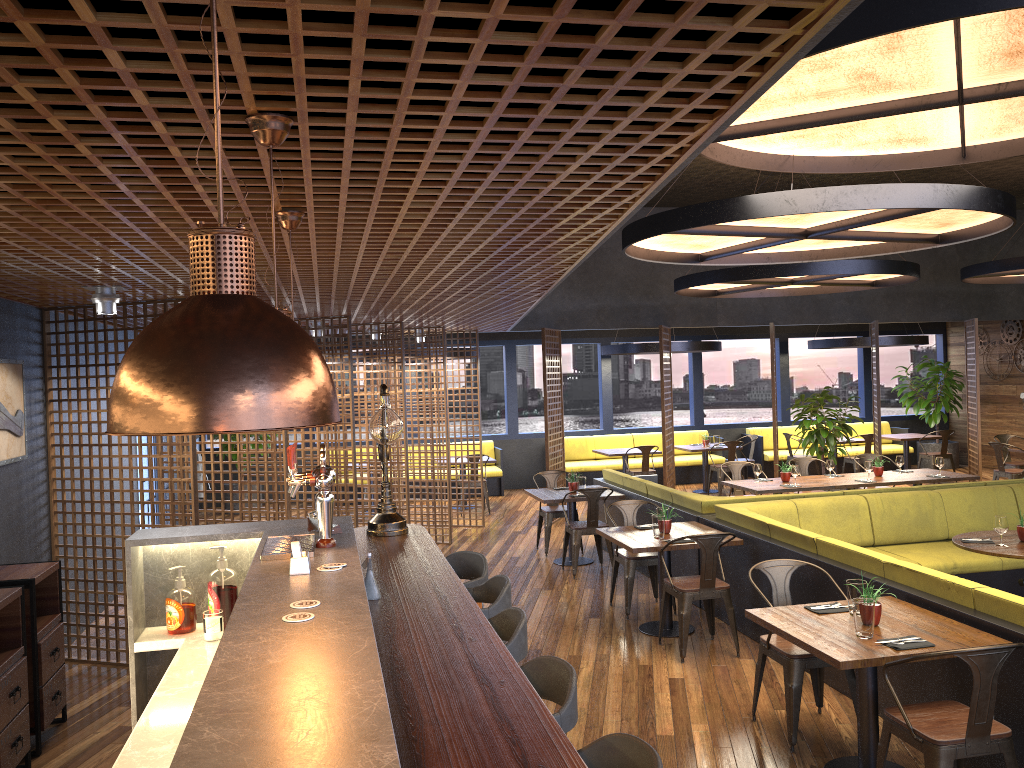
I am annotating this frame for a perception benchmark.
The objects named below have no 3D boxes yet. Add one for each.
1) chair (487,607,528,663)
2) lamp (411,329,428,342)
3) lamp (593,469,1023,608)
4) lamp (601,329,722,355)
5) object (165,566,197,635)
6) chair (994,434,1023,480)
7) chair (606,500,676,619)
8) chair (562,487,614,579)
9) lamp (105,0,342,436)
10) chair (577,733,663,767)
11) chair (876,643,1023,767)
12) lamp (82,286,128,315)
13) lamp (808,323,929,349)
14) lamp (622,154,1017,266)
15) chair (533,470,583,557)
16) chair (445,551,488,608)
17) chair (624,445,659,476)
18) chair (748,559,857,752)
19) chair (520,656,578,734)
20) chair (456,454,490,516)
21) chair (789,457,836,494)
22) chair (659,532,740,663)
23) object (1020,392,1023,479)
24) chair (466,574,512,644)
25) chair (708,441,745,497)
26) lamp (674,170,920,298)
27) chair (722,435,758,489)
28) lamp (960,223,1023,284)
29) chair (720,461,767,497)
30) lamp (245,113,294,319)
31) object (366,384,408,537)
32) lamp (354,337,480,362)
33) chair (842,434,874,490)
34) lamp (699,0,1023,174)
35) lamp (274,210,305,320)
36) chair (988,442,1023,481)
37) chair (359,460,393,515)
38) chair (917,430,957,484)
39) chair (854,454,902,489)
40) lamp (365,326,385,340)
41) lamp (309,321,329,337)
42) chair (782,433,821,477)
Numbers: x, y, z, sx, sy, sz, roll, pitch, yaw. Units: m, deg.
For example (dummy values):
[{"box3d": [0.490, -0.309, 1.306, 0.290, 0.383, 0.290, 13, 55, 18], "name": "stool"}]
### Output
[{"box3d": [-0.144, 1.518, 3.840, 0.438, 1.048, 0.483, -2, 1, -41], "name": "chair"}, {"box3d": [-1.225, -0.639, 11.779, 0.228, 0.172, 0.228, -2, 1, -12], "name": "lamp"}, {"box3d": [1.237, 0.581, 9.140, 9.057, 2.714, 3.017, -2, 1, -12], "name": "lamp"}, {"box3d": [2.459, -1.604, 14.825, 1.979, 2.172, 1.979, -1, 1, 33], "name": "lamp"}, {"box3d": [-1.527, 0.991, 4.092, 0.133, 0.301, 0.133, -2, 1, -6], "name": "object"}, {"box3d": [7.524, 1.225, 13.233, 0.504, 0.917, 0.541, -2, 1, -12], "name": "chair"}, {"box3d": [1.107, 1.498, 7.709, 0.504, 0.917, 0.541, -2, 1, -12], "name": "chair"}, {"box3d": [0.783, 1.493, 9.134, 0.504, 0.917, 0.541, -2, 1, -12], "name": "chair"}, {"box3d": [-0.328, -0.288, 0.985, 0.250, 0.673, 0.250, -2, 1, 21], "name": "lamp"}, {"box3d": [0.188, 1.523, 2.395, 0.483, 1.048, 0.438, -1, 1, 38], "name": "chair"}, {"box3d": [1.907, 1.515, 3.846, 0.504, 0.917, 0.541, -2, 1, -12], "name": "chair"}, {"box3d": [-2.562, -0.526, 5.596, 0.228, 0.172, 0.228, -2, 1, -12], "name": "lamp"}, {"box3d": [6.221, -1.739, 15.620, 1.979, 2.172, 1.979, -2, 1, -27], "name": "lamp"}, {"box3d": [2.214, -1.810, 6.734, 2.778, 1.475, 2.778, -2, 1, -8], "name": "lamp"}, {"box3d": [0.530, 1.488, 10.334, 0.504, 0.917, 0.541, -2, 1, -12], "name": "chair"}, {"box3d": [-0.340, 1.511, 5.036, 0.438, 1.048, 0.483, -2, 1, -20], "name": "chair"}, {"box3d": [2.031, 1.399, 13.884, 0.504, 0.917, 0.541, -2, 1, -12], "name": "chair"}, {"box3d": [1.650, 1.510, 5.065, 0.504, 0.917, 0.541, -2, 1, -12], "name": "chair"}, {"box3d": [0.021, 1.521, 3.081, 0.438, 1.048, 0.483, -2, 1, 2], "name": "chair"}, {"box3d": [-0.592, 1.492, 13.330, 0.504, 0.917, 0.541, -2, 1, -12], "name": "chair"}, {"box3d": [3.693, 1.378, 10.860, 0.504, 0.917, 0.541, -2, 1, -12], "name": "chair"}, {"box3d": [1.364, 1.503, 6.489, 0.504, 0.917, 0.541, -2, 1, -12], "name": "chair"}, {"box3d": [9.002, 0.809, 15.073, 0.459, 1.615, 0.848, -2, 1, -12], "name": "object"}, {"box3d": [-0.208, 1.513, 4.462, 0.438, 1.048, 0.483, -2, 1, 17], "name": "chair"}, {"box3d": [3.430, 1.350, 14.179, 0.504, 0.917, 0.541, -2, 1, -12], "name": "chair"}, {"box3d": [3.326, -1.890, 10.589, 2.778, 1.475, 2.778, -2, 1, -12], "name": "lamp"}, {"box3d": [3.882, 1.326, 14.977, 0.541, 0.917, 0.504, -2, 1, -12], "name": "chair"}, {"box3d": [7.275, -2.105, 11.341, 2.778, 1.362, 2.778, -1, 1, 43], "name": "lamp"}, {"box3d": [2.806, 1.409, 10.673, 0.504, 0.917, 0.541, -2, 1, -12], "name": "chair"}, {"box3d": [-0.566, -0.292, 2.114, 0.250, 0.673, 0.250, -2, 1, 21], "name": "lamp"}, {"box3d": [-0.794, 0.471, 5.580, 0.263, 0.944, 0.566, -2, 1, -19], "name": "object"}, {"box3d": [-1.527, -1.463, 13.984, 1.979, 2.172, 1.979, -2, 1, -5], "name": "lamp"}, {"box3d": [5.780, 1.266, 14.675, 0.504, 0.917, 0.541, -2, 1, -12], "name": "chair"}, {"box3d": [2.260, -1.964, 4.493, 2.778, 1.159, 2.778, -1, 1, 38], "name": "lamp"}, {"box3d": [-0.816, -0.297, 3.296, 0.250, 0.673, 0.250, -2, 1, 21], "name": "lamp"}, {"box3d": [6.966, 1.253, 12.353, 0.541, 0.917, 0.504, -2, 1, -12], "name": "chair"}, {"box3d": [-1.990, 1.542, 13.034, 0.504, 0.917, 0.541, -2, 1, -12], "name": "chair"}, {"box3d": [7.178, 1.217, 14.971, 0.504, 0.917, 0.541, -2, 1, -12], "name": "chair"}, {"box3d": [4.573, 1.347, 11.046, 0.504, 0.917, 0.541, -2, 1, -12], "name": "chair"}, {"box3d": [-1.636, -0.612, 10.613, 0.228, 0.172, 0.228, -2, 1, -12], "name": "lamp"}, {"box3d": [-2.073, -0.585, 9.471, 0.228, 0.172, 0.228, -2, 1, -12], "name": "lamp"}, {"box3d": [4.961, 1.287, 15.267, 0.541, 0.917, 0.504, -2, 1, -12], "name": "chair"}]
